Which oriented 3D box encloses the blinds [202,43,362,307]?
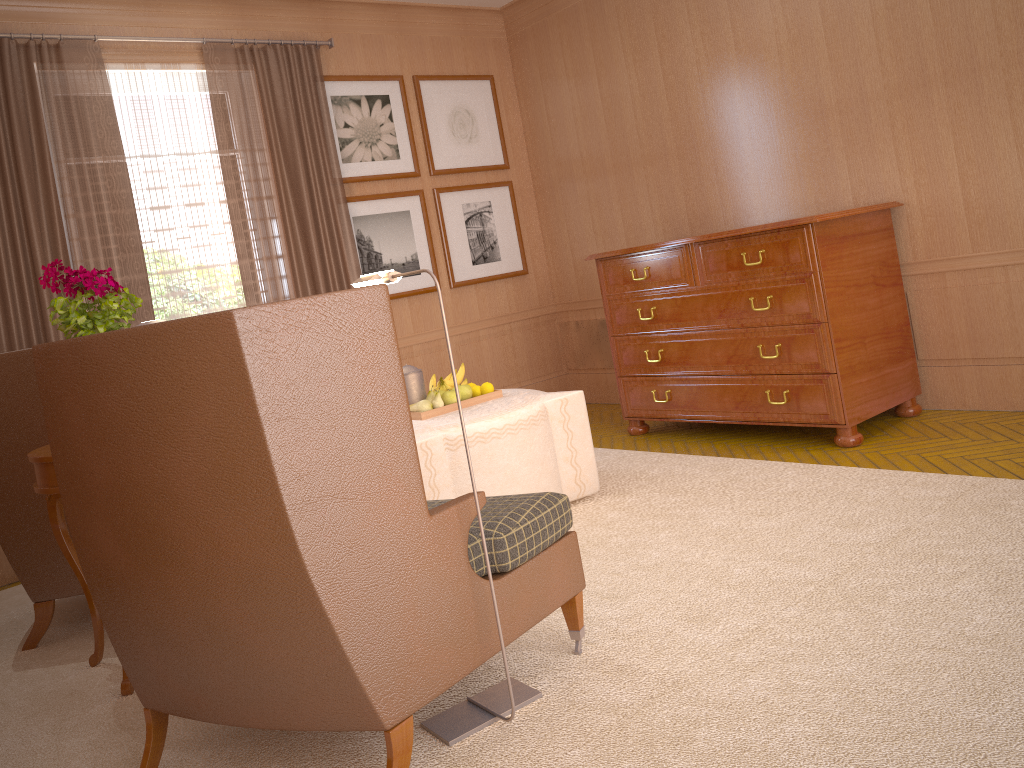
[{"bbox_3d":[-2.286,-1.315,9.526,1.464,4.782,0.264,-11,1,-39],"label":"blinds"}]

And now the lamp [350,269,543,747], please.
[{"bbox_3d":[-0.376,0.483,3.977,0.625,2.028,0.569,-10,1,22],"label":"lamp"}]

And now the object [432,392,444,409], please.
[{"bbox_3d":[-0.589,0.137,6.932,0.098,0.148,0.098,-10,3,-2],"label":"object"}]

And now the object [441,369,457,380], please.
[{"bbox_3d":[-0.537,-0.009,7.445,0.064,0.171,0.381,-10,6,19],"label":"object"}]

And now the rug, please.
[{"bbox_3d":[-0.347,1.303,5.595,6.075,0.020,7.910,-16,10,-38],"label":"rug"}]

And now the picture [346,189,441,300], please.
[{"bbox_3d":[-1.458,-1.616,10.339,1.266,1.247,0.047,-13,3,-38],"label":"picture"}]

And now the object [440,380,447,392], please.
[{"bbox_3d":[-0.508,0.032,7.438,0.062,0.199,0.390,-10,6,17],"label":"object"}]

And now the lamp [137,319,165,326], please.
[{"bbox_3d":[-2.925,0.470,7.469,0.626,2.023,0.568,-10,1,14],"label":"lamp"}]

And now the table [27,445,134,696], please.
[{"bbox_3d":[-2.248,0.981,5.255,0.935,1.370,1.033,-12,4,-30],"label":"table"}]

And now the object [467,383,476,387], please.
[{"bbox_3d":[-0.345,0.055,7.477,0.113,0.133,0.108,-10,3,9],"label":"object"}]

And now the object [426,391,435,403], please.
[{"bbox_3d":[-0.654,0.151,7.028,0.130,0.196,0.130,-10,3,-2],"label":"object"}]

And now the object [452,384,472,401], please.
[{"bbox_3d":[-0.407,0.081,7.197,0.168,0.147,0.174,-9,5,8],"label":"object"}]

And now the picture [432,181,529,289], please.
[{"bbox_3d":[-0.378,-1.926,11.216,1.266,1.247,0.047,-13,3,-38],"label":"picture"}]

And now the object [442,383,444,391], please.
[{"bbox_3d":[-0.601,0.055,7.439,0.062,0.181,0.396,-10,6,-8],"label":"object"}]

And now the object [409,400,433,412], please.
[{"bbox_3d":[-0.711,0.194,6.872,0.195,0.128,0.133,-12,5,-18],"label":"object"}]

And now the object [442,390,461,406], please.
[{"bbox_3d":[-0.484,0.118,7.055,0.157,0.134,0.158,-13,6,-34],"label":"object"}]

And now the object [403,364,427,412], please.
[{"bbox_3d":[-0.827,0.028,7.172,0.233,0.391,0.237,-9,3,19],"label":"object"}]

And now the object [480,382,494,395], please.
[{"bbox_3d":[-0.205,0.050,7.291,0.113,0.133,0.108,-10,3,9],"label":"object"}]

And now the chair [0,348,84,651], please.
[{"bbox_3d":[-2.987,0.623,6.615,1.729,1.969,1.912,-11,4,-13],"label":"chair"}]

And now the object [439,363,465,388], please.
[{"bbox_3d":[-0.479,-0.064,7.433,0.070,0.168,0.410,-9,6,29],"label":"object"}]

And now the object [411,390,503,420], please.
[{"bbox_3d":[-0.583,0.165,7.250,0.811,0.059,0.635,-16,9,-38],"label":"object"}]

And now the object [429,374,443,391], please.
[{"bbox_3d":[-0.653,0.014,7.417,0.104,0.158,0.376,-11,6,-14],"label":"object"}]

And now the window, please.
[{"bbox_3d":[-3.610,-1.712,9.214,2.464,3.373,0.839,-13,2,-38],"label":"window"}]

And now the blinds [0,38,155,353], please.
[{"bbox_3d":[-4.068,-0.798,8.074,1.444,4.792,0.264,-11,1,-37],"label":"blinds"}]

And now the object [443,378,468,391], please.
[{"bbox_3d":[-0.456,0.011,7.425,0.072,0.172,0.402,-9,6,28],"label":"object"}]

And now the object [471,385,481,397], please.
[{"bbox_3d":[-0.291,0.066,7.331,0.112,0.110,0.133,-13,6,-35],"label":"object"}]

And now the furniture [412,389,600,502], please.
[{"bbox_3d":[-0.560,0.655,7.203,1.977,0.897,1.938,-16,8,-41],"label":"furniture"}]

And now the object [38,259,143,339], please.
[{"bbox_3d":[-2.437,-0.232,5.232,0.531,1.087,0.452,-12,2,-40],"label":"object"}]

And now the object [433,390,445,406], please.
[{"bbox_3d":[-0.601,0.122,7.178,0.157,0.134,0.158,-13,6,-34],"label":"object"}]

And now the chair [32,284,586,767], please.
[{"bbox_3d":[-0.958,0.604,4.067,1.895,1.970,1.743,-8,4,27],"label":"chair"}]

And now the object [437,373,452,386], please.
[{"bbox_3d":[-0.575,-0.024,7.478,0.091,0.128,0.413,-10,7,11],"label":"object"}]

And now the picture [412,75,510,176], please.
[{"bbox_3d":[-0.625,-3.309,11.200,1.266,1.247,0.047,-13,3,-38],"label":"picture"}]

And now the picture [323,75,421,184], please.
[{"bbox_3d":[-1.704,-3.000,10.322,1.266,1.247,0.047,-13,3,-38],"label":"picture"}]

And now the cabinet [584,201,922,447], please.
[{"bbox_3d":[2.311,-0.548,8.601,1.434,1.938,2.749,-13,6,-38],"label":"cabinet"}]

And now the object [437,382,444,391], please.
[{"bbox_3d":[-0.658,0.069,7.410,0.072,0.185,0.391,-11,6,-23],"label":"object"}]
